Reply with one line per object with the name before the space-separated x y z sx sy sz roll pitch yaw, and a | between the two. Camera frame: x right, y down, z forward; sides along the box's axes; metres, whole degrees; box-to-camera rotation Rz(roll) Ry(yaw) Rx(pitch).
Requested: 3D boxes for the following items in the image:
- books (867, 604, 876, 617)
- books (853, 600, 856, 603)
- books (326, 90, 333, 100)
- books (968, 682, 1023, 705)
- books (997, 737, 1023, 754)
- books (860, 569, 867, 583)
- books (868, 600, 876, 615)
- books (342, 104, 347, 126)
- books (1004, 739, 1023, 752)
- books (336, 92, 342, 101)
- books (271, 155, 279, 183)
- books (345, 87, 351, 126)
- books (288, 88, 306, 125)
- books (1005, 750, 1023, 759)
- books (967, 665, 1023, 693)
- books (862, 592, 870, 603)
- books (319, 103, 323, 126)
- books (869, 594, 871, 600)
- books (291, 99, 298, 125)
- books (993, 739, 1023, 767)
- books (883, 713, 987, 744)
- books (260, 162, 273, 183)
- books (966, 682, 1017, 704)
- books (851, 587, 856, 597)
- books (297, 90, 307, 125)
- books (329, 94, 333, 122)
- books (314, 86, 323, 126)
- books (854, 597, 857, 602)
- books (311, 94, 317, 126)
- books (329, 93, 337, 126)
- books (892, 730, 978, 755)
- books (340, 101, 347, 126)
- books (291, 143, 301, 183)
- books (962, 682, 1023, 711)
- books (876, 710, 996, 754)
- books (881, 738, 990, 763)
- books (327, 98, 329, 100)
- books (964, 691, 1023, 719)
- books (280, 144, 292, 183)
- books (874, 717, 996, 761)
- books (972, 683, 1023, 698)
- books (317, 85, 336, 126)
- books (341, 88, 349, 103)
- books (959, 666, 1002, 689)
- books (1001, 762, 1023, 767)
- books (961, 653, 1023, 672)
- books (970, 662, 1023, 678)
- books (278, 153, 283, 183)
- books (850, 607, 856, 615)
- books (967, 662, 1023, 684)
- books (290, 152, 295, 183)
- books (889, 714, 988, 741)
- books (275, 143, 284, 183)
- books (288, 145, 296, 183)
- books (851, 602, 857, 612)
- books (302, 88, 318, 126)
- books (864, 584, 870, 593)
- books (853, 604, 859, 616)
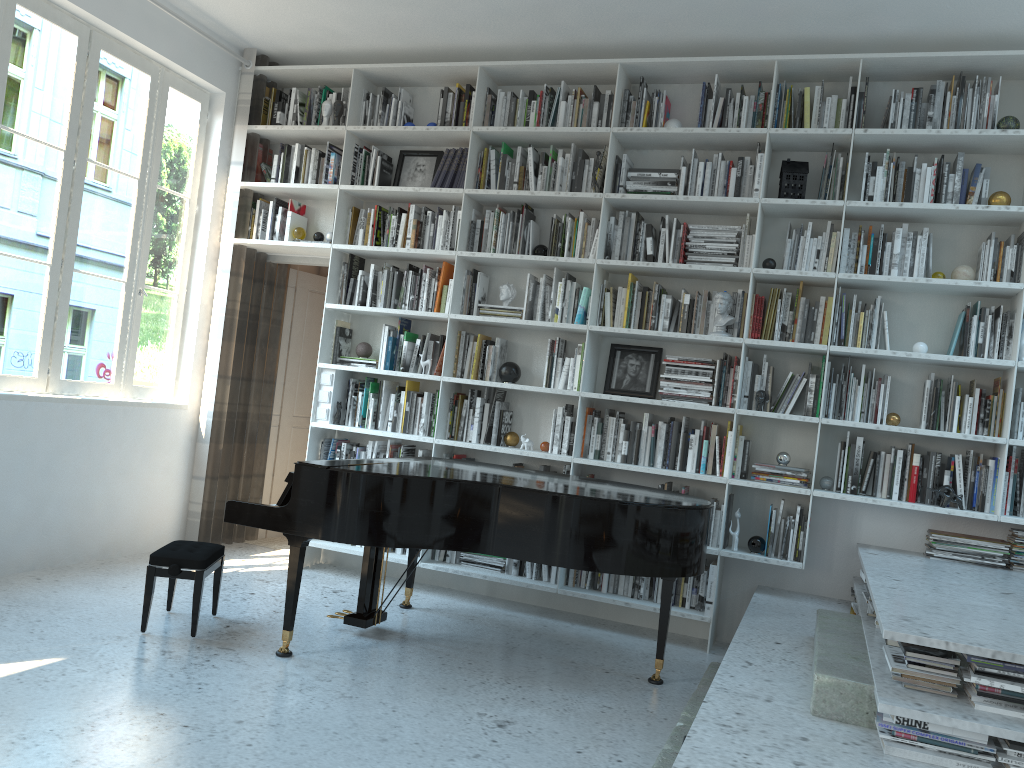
books | 1.557 0.942 3.639 0.182 0.011 0.253 6 -1 24
books | 1.827 1.135 4.508 0.163 0.019 0.187 6 -1 19
books | -1.171 -1.740 5.750 0.013 0.275 0.158 7 -1 20
books | 1.409 0.868 2.494 0.215 0.013 0.189 6 -1 19
books | 1.437 0.980 2.371 0.242 0.005 0.152 6 -1 21
books | 1.760 0.924 4.197 0.189 0.030 0.238 6 -1 17
books | 1.565 0.930 3.637 0.177 0.014 0.247 6 -1 18
books | -1.036 -1.680 5.696 0.028 0.185 0.168 7 -1 20
books | 1.439 0.971 2.373 0.220 0.013 0.149 6 -1 19
books | -1.093 -1.724 5.713 0.027 0.259 0.147 7 -1 20
books | -1.524 -1.380 5.853 0.034 0.218 0.166 7 -1 20
books | -1.006 -1.728 5.687 0.022 0.286 0.175 7 -1 20
books | -1.393 -1.769 5.818 0.028 0.283 0.189 7 -1 20
books | 1.438 0.991 2.376 0.210 0.018 0.134 6 -1 23
books | 1.411 0.833 2.487 0.230 0.015 0.190 6 -1 25
books | 1.654 0.957 3.910 0.190 0.012 0.235 6 -1 18
books | -1.196 -1.699 5.749 0.024 0.187 0.159 7 -1 20
books | 1.664 0.940 3.907 0.164 0.023 0.242 6 -1 24
books | -1.373 -1.728 5.799 0.030 0.206 0.175 7 -1 20
books | 1.432 1.006 2.366 0.272 0.012 0.158 6 -1 18
books | 1.173 0.946 2.470 0.257 0.010 0.132 6 -1 24
books | -1.595 -1.368 5.889 0.121 0.176 0.129 6 -1 20
books | 1.416 0.882 2.516 0.207 0.012 0.131 6 -1 16
books | 1.824 1.073 4.513 0.184 0.006 0.262 6 -1 21
books | -1.340 -1.753 5.783 0.057 0.262 0.191 7 -1 20
books | -1.140 -1.721 5.723 0.025 0.243 0.167 7 -1 20
books | -1.233 -1.762 5.766 0.014 0.304 0.145 7 -1 20
books | 1.830 1.100 4.509 0.170 0.012 0.215 6 -1 20
books | -1.252 -1.740 5.787 0.030 0.257 0.130 7 -1 20
books | -1.114 -1.723 5.724 0.021 0.253 0.179 7 -1 20
books | 1.165 0.968 2.454 0.210 0.012 0.168 6 -1 24
books | -1.057 -1.692 5.708 0.023 0.205 0.146 7 -1 20
books | -1.367 -1.398 5.777 0.021 0.286 0.179 7 -1 20
books | 1.413 0.894 2.511 0.227 0.013 0.148 6 -1 18
books | 1.168 0.956 2.458 0.292 0.012 0.159 6 -1 23
books | 1.165 0.990 2.460 0.264 0.006 0.164 6 -1 21
books | -1.158 -1.714 5.743 0.021 0.226 0.156 7 -1 20
books | 1.406 0.907 2.498 0.216 0.015 0.177 6 -1 18
books | -1.444 -1.405 5.809 0.023 0.282 0.186 7 -1 20
books | 1.166 0.983 2.460 0.285 0.008 0.159 6 -1 18
books | 1.414 0.857 2.504 0.210 0.012 0.168 6 -1 21
books | -1.209 -1.764 5.769 0.029 0.314 0.129 7 -1 20
books | -1.068 -1.737 5.718 0.013 0.292 0.154 7 -1 20
books | 1.417 0.846 2.507 0.260 0.009 0.153 6 -1 23
books | 1.427 1.021 2.355 0.232 0.019 0.169 6 -1 15
books | 1.428 0.794 2.523 0.261 0.016 0.129 6 -1 19
books | 1.420 0.805 2.504 0.228 0.009 0.159 6 -1 16
books | -1.467 -1.380 5.821 0.022 0.228 0.171 7 -1 20
books | 1.709 1.104 4.221 0.186 0.009 0.261 6 -1 23
books | 1.421 0.818 2.511 0.220 0.018 0.154 6 -1 21
books | -1.391 -1.377 5.812 0.024 0.239 0.155 7 -1 20
books | 1.171 0.927 2.457 0.233 0.025 0.157 6 -1 15
books | -1.496 -1.417 5.848 0.011 0.296 0.162 7 -1 20
books | -1.412 -1.404 5.822 0.028 0.288 0.132 7 -1 20
books | 1.717 1.078 4.219 0.180 0.017 0.183 6 -1 17
books | -1.289 -1.757 5.781 0.039 0.282 0.182 7 -1 20
books | 1.764 0.986 4.193 0.173 0.017 0.233 6 -1 19
books | 1.616 1.021 3.929 0.181 0.017 0.250 6 -1 17
